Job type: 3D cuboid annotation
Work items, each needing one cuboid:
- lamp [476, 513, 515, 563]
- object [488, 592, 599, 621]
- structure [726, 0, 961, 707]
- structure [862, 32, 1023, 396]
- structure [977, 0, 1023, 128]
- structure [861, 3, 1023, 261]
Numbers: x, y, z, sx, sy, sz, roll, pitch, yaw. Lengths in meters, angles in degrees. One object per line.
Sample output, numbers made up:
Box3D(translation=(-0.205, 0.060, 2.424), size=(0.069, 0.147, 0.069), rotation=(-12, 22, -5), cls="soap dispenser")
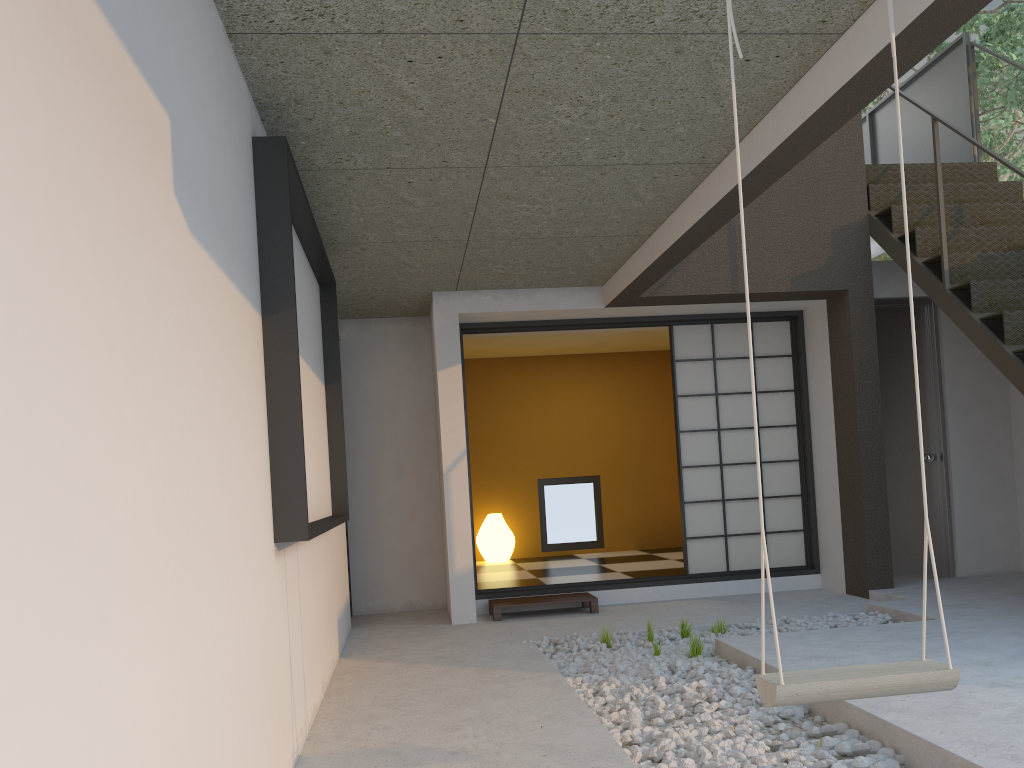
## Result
Box3D(translation=(-0.164, 1.540, 8.778), size=(0.386, 0.499, 0.397), rotation=(-2, -3, -18), cls="lamp")
Box3D(translation=(0.207, 1.513, 6.011), size=(0.702, 0.100, 0.352), rotation=(-3, -6, -7), cls="object")
Box3D(translation=(0.786, -0.165, 2.167), size=(0.462, 1.863, 0.129), rotation=(-3, -1, -7), cls="structure")
Box3D(translation=(2.919, -0.608, 6.276), size=(1.158, 3.933, 6.584), rotation=(-3, -5, -7), cls="structure")
Box3D(translation=(5.661, -2.908, 6.145), size=(4.329, 3.691, 5.778), rotation=(-1, -5, -27), cls="structure")
Box3D(translation=(5.463, -2.274, 12.756), size=(5.502, 4.691, 7.343), rotation=(-1, -5, -27), cls="structure")
